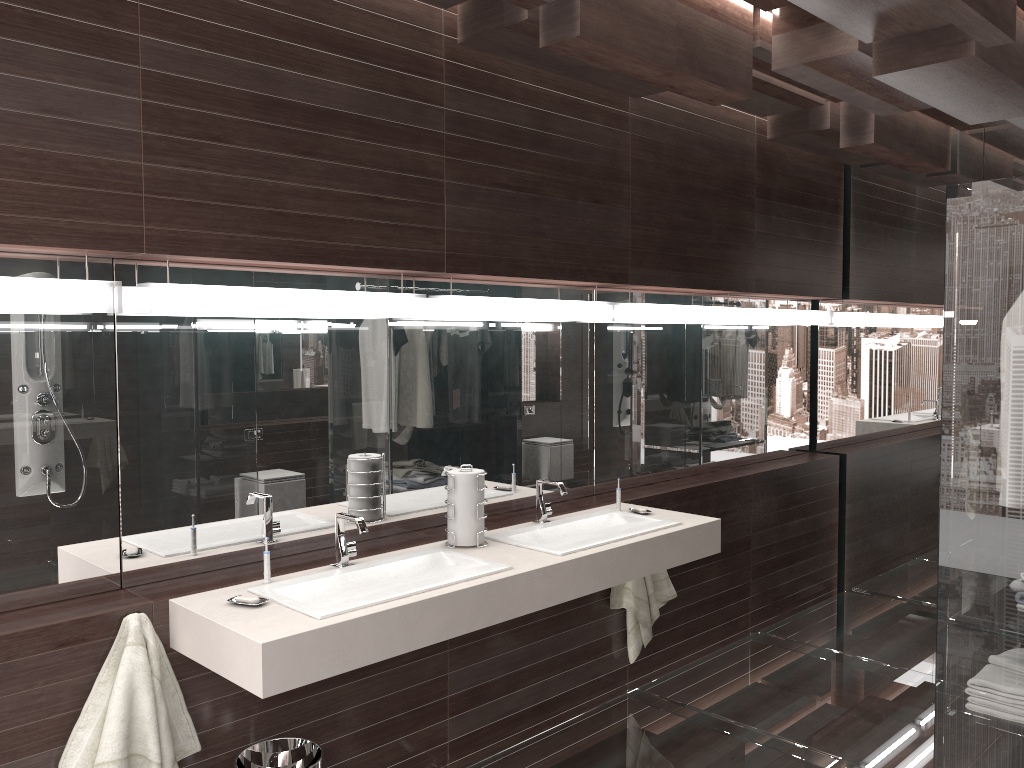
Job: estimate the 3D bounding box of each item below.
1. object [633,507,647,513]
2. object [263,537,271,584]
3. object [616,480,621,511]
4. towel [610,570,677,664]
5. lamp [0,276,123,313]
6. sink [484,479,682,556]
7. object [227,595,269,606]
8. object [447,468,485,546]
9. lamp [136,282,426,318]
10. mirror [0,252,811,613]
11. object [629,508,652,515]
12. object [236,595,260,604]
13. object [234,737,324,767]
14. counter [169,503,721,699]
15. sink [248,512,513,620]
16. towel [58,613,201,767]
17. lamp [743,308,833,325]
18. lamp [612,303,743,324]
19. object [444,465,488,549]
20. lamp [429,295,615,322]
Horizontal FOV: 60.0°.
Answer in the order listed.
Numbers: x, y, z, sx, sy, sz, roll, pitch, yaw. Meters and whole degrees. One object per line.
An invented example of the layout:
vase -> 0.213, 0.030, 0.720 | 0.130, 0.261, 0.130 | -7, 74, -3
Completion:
object -> 0.510, 0.501, 3.531 | 0.035, 0.016, 0.066 | -2, 3, -25
object -> -0.700, 0.503, 2.534 | 0.022, 0.132, 0.022 | 1, 3, 27
object -> 0.429, 0.446, 3.568 | 0.022, 0.132, 0.022 | -1, 3, -8
towel -> 0.572, 0.854, 3.767 | 0.156, 0.678, 0.368 | 3, 4, 45
lamp -> -1.377, -0.209, 1.998 | 0.082, 0.082, 0.950 | 3, 4, 45
sink -> 0.246, 0.464, 3.224 | 0.427, 0.193, 0.681 | 3, 4, 45
object -> -0.695, 0.574, 2.336 | 0.108, 0.011, 0.065 | 1, 3, 23
object -> -0.155, 0.415, 2.994 | 0.124, 0.246, 0.128 | 1, 3, 26
lamp -> -0.657, -0.249, 2.719 | 0.082, 0.082, 0.950 | 3, 4, 45
mirror -> 1.452, 0.125, 2.091 | 4.126, 0.916, 5.081 | 3, 4, 45
object -> 0.511, 0.508, 3.532 | 0.065, 0.011, 0.108 | -1, 3, -24
object -> -0.695, 0.567, 2.335 | 0.066, 0.016, 0.035 | 1, 3, 22
object -> -0.635, 1.196, 2.432 | 0.237, 0.358, 0.237 | -1, 3, -13
counter -> -0.057, 0.614, 2.900 | 0.488, 0.131, 1.954 | 3, 4, 45
sink -> -0.389, 0.499, 2.589 | 0.427, 0.193, 0.681 | 3, 4, 45
towel -> -0.944, 0.938, 2.251 | 0.368, 0.678, 0.156 | -3, 4, -45
lamp -> 1.516, -0.369, 4.891 | 0.082, 0.082, 0.950 | 3, 4, 45
lamp -> 0.803, -0.329, 4.178 | 0.082, 0.082, 0.950 | 3, 4, 45
object -> -0.155, 0.412, 3.002 | 0.145, 0.261, 0.136 | 0, 3, -2
lamp -> 0.070, -0.289, 3.445 | 0.082, 0.082, 0.950 | 3, 4, 45
